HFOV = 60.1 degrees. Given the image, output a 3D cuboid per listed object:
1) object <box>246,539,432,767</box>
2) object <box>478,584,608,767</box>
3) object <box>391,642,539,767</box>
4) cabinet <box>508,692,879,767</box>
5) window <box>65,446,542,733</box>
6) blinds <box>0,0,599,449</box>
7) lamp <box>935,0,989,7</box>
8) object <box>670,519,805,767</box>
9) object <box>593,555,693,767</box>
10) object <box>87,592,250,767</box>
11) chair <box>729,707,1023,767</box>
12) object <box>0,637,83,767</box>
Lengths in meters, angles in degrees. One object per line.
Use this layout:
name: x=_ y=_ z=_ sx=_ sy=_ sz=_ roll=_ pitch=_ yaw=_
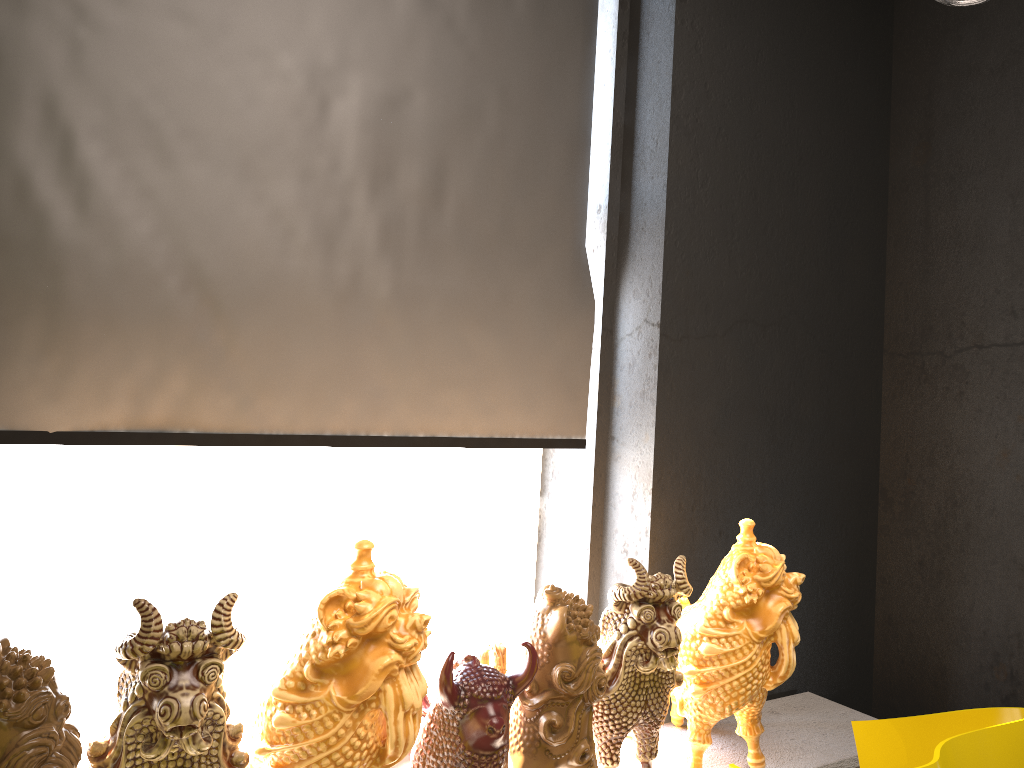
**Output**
object: x=-0.374 y=0.621 z=1.758 sx=0.306 sy=0.657 sz=0.469 roll=5 pitch=-3 yaw=-28
object: x=0.042 y=0.707 z=2.081 sx=0.248 sy=0.547 sz=0.474 roll=5 pitch=-2 yaw=-26
object: x=-0.139 y=0.737 z=1.904 sx=0.219 sy=0.442 sz=0.462 roll=5 pitch=-2 yaw=-29
cabinet: x=-0.061 y=1.228 z=1.996 sx=2.722 sy=0.532 sz=0.404 roll=3 pitch=-2 yaw=-33
window: x=-0.809 y=-0.690 z=2.459 sx=2.302 sy=3.181 sz=0.051 roll=5 pitch=-4 yaw=-33
blinds: x=-2.566 y=-0.876 z=0.398 sx=12.697 sy=3.324 sz=3.516 roll=3 pitch=-2 yaw=-13
lamp: x=1.532 y=-1.504 z=0.199 sx=2.845 sy=2.282 sz=2.666 roll=3 pitch=-1 yaw=10
object: x=0.518 y=0.671 z=2.344 sx=0.306 sy=0.657 sz=0.469 roll=5 pitch=-3 yaw=-28
object: x=0.243 y=0.691 z=2.177 sx=0.270 sy=0.582 sz=0.430 roll=6 pitch=-3 yaw=-40
object: x=-0.649 y=0.642 z=1.591 sx=0.270 sy=0.582 sz=0.430 roll=6 pitch=-3 yaw=-40
chair: x=0.936 y=1.109 z=1.512 sx=0.656 sy=0.900 sz=1.069 roll=5 pitch=-2 yaw=-38
object: x=-0.850 y=0.658 z=1.494 sx=0.248 sy=0.547 sz=0.474 roll=5 pitch=-2 yaw=-26
